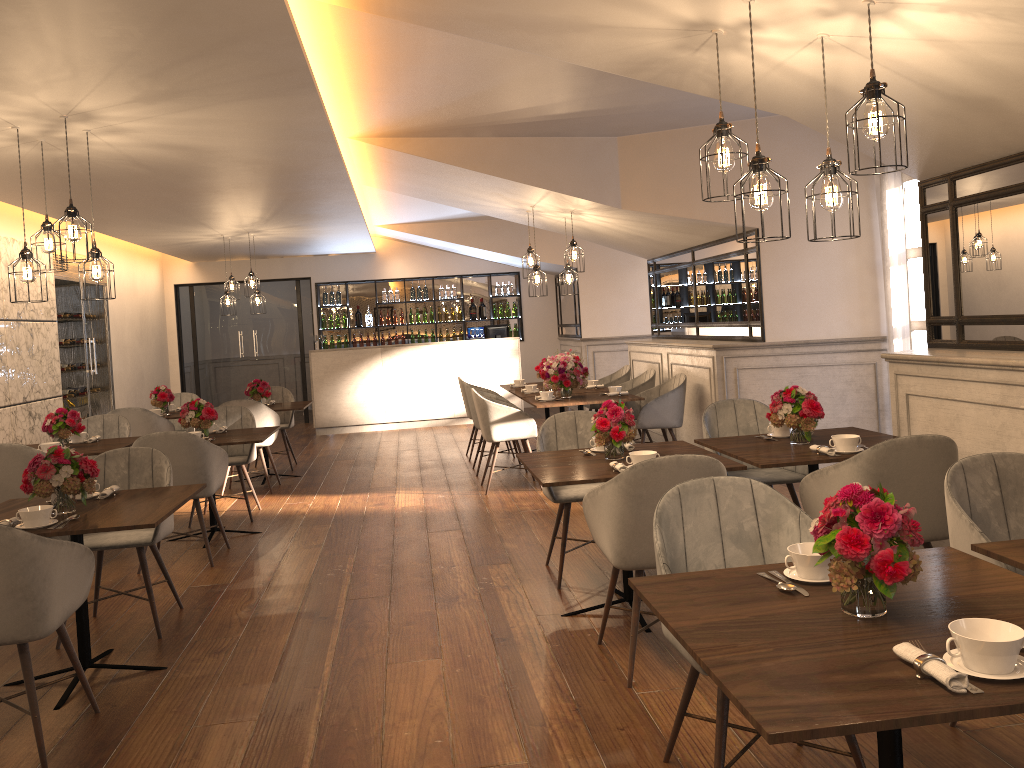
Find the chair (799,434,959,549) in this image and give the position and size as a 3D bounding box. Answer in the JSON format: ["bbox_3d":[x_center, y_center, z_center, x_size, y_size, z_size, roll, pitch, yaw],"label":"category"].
[{"bbox_3d":[1.559,0.616,3.682,0.565,0.872,0.526,-4,1,-7],"label":"chair"}]

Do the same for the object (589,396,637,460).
[{"bbox_3d":[0.481,0.207,4.242,0.234,0.301,0.306,-3,2,12],"label":"object"}]

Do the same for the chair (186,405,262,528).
[{"bbox_3d":[-2.278,0.628,7.003,0.565,0.872,0.526,-4,1,-7],"label":"chair"}]

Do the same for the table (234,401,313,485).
[{"bbox_3d":[-2.454,0.591,8.801,0.896,0.720,0.897,-4,3,-7],"label":"table"}]

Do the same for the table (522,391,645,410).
[{"bbox_3d":[0.610,0.479,7.637,0.896,0.720,0.897,-4,3,-7],"label":"table"}]

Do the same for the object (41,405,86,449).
[{"bbox_3d":[-3.161,0.299,6.207,0.305,0.301,0.235,-3,2,15],"label":"object"}]

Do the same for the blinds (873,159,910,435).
[{"bbox_3d":[2.927,-0.563,6.109,0.134,2.696,1.381,-4,1,-7],"label":"blinds"}]

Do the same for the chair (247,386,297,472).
[{"bbox_3d":[-2.578,0.478,9.462,0.565,0.872,0.526,-4,1,-7],"label":"chair"}]

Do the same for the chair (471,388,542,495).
[{"bbox_3d":[-0.055,0.453,7.517,0.526,0.872,0.565,-4,2,-7],"label":"chair"}]

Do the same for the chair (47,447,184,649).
[{"bbox_3d":[-1.967,0.784,4.443,0.565,0.872,0.526,-4,1,-7],"label":"chair"}]

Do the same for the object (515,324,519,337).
[{"bbox_3d":[0.078,-0.866,14.597,0.065,0.261,0.066,-4,1,-28],"label":"object"}]

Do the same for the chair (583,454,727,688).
[{"bbox_3d":[0.608,0.683,3.566,0.565,0.872,0.526,-4,1,-7],"label":"chair"}]

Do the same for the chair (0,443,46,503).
[{"bbox_3d":[-3.083,0.777,5.567,0.565,0.872,0.526,-4,1,-7],"label":"chair"}]

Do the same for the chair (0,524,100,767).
[{"bbox_3d":[-1.821,0.866,3.123,0.565,0.872,0.526,-4,1,-7],"label":"chair"}]

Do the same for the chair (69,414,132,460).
[{"bbox_3d":[-3.229,0.695,6.887,0.565,0.872,0.526,-4,1,-7],"label":"chair"}]

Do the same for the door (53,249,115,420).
[{"bbox_3d":[-4.921,-0.271,10.273,0.134,2.467,1.859,-4,2,-7],"label":"door"}]

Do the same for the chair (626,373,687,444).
[{"bbox_3d":[1.259,0.359,7.695,0.526,0.872,0.565,-4,2,-7],"label":"chair"}]

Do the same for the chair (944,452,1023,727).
[{"bbox_3d":[1.648,0.678,2.690,0.565,0.872,0.526,-4,1,-7],"label":"chair"}]

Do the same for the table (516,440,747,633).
[{"bbox_3d":[0.540,0.718,4.221,0.896,0.720,0.897,-4,3,-7],"label":"table"}]

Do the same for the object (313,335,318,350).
[{"bbox_3d":[-2.766,-0.585,12.490,0.065,0.207,0.065,-4,1,-16],"label":"object"}]

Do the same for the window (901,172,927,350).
[{"bbox_3d":[3.469,-0.354,4.979,0.495,2.386,14.539,-4,4,-11],"label":"window"}]

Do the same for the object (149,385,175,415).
[{"bbox_3d":[-3.419,0.145,8.684,0.234,0.301,0.305,-5,3,-32],"label":"object"}]

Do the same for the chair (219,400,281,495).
[{"bbox_3d":[-2.432,0.559,8.142,0.565,0.872,0.526,-4,1,-7],"label":"chair"}]

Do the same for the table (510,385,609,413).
[{"bbox_3d":[0.497,0.422,8.569,0.896,0.720,0.897,-4,3,-7],"label":"table"}]

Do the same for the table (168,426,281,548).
[{"bbox_3d":[-2.154,0.741,6.342,0.896,0.720,0.897,-4,3,-7],"label":"table"}]

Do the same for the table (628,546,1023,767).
[{"bbox_3d":[0.821,0.859,1.913,0.896,0.720,0.897,-4,3,-7],"label":"table"}]

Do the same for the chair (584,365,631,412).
[{"bbox_3d":[1.032,0.245,9.559,0.526,0.872,0.565,-4,2,-7],"label":"chair"}]

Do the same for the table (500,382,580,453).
[{"bbox_3d":[0.383,0.365,9.501,0.896,0.720,0.897,-4,3,-7],"label":"table"}]

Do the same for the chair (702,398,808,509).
[{"bbox_3d":[1.367,0.538,4.997,0.565,0.872,0.526,-4,1,-7],"label":"chair"}]

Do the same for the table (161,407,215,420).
[{"bbox_3d":[-3.404,0.658,8.685,0.896,0.720,0.897,-4,3,-7],"label":"table"}]

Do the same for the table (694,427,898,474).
[{"bbox_3d":[1.491,0.651,4.336,0.896,0.720,0.897,-4,3,-7],"label":"table"}]

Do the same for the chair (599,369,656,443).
[{"bbox_3d":[1.145,0.302,8.627,0.526,0.872,0.565,-4,2,-7],"label":"chair"}]

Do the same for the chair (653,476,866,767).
[{"bbox_3d":[0.697,0.746,2.574,0.565,0.872,0.526,-4,1,-7],"label":"chair"}]

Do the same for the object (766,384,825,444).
[{"bbox_3d":[1.410,0.141,4.367,0.234,0.301,0.305,-5,3,-32],"label":"object"}]

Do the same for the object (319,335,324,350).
[{"bbox_3d":[-2.682,-0.591,12.504,0.065,0.207,0.145,-4,2,-15],"label":"object"}]

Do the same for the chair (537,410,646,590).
[{"bbox_3d":[0.417,0.605,4.881,0.565,0.872,0.526,-4,1,-7],"label":"chair"}]

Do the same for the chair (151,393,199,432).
[{"bbox_3d":[-3.528,0.545,9.347,0.565,0.872,0.526,-4,1,-7],"label":"chair"}]

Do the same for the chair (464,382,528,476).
[{"bbox_3d":[-0.168,0.396,8.449,0.526,0.872,0.565,-4,2,-7],"label":"chair"}]

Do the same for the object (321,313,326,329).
[{"bbox_3d":[-3.030,-1.009,14.218,0.065,0.261,0.066,-4,1,-28],"label":"object"}]

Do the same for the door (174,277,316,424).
[{"bbox_3d":[-4.188,-0.474,14.124,2.107,2.333,0.274,-4,1,-7],"label":"door"}]

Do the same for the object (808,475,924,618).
[{"bbox_3d":[0.762,0.349,1.938,0.234,0.301,0.306,-3,2,12],"label":"object"}]

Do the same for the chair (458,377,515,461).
[{"bbox_3d":[-0.282,0.339,9.382,0.526,0.872,0.565,-4,2,-7],"label":"chair"}]

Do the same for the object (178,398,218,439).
[{"bbox_3d":[-2.216,0.235,6.294,0.305,0.301,0.235,-2,2,26],"label":"object"}]

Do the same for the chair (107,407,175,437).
[{"bbox_3d":[-3.383,0.627,8.026,0.565,0.872,0.526,-4,1,-7],"label":"chair"}]

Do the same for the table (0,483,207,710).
[{"bbox_3d":[-1.843,0.898,3.783,0.896,0.720,0.897,-4,3,-7],"label":"table"}]

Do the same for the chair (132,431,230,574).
[{"bbox_3d":[-2.133,0.709,5.682,0.565,0.872,0.526,-4,1,-7],"label":"chair"}]

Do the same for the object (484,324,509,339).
[{"bbox_3d":[-0.211,-0.704,12.964,0.409,0.328,0.130,-5,2,-29],"label":"object"}]

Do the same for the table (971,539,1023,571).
[{"bbox_3d":[1.772,0.792,2.029,0.896,0.720,0.897,-4,3,-7],"label":"table"}]

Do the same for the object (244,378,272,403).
[{"bbox_3d":[-2.534,0.083,8.799,0.305,0.301,0.235,-2,3,41],"label":"object"}]

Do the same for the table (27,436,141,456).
[{"bbox_3d":[-3.105,0.809,6.226,0.896,0.720,0.897,-4,3,-7],"label":"table"}]
